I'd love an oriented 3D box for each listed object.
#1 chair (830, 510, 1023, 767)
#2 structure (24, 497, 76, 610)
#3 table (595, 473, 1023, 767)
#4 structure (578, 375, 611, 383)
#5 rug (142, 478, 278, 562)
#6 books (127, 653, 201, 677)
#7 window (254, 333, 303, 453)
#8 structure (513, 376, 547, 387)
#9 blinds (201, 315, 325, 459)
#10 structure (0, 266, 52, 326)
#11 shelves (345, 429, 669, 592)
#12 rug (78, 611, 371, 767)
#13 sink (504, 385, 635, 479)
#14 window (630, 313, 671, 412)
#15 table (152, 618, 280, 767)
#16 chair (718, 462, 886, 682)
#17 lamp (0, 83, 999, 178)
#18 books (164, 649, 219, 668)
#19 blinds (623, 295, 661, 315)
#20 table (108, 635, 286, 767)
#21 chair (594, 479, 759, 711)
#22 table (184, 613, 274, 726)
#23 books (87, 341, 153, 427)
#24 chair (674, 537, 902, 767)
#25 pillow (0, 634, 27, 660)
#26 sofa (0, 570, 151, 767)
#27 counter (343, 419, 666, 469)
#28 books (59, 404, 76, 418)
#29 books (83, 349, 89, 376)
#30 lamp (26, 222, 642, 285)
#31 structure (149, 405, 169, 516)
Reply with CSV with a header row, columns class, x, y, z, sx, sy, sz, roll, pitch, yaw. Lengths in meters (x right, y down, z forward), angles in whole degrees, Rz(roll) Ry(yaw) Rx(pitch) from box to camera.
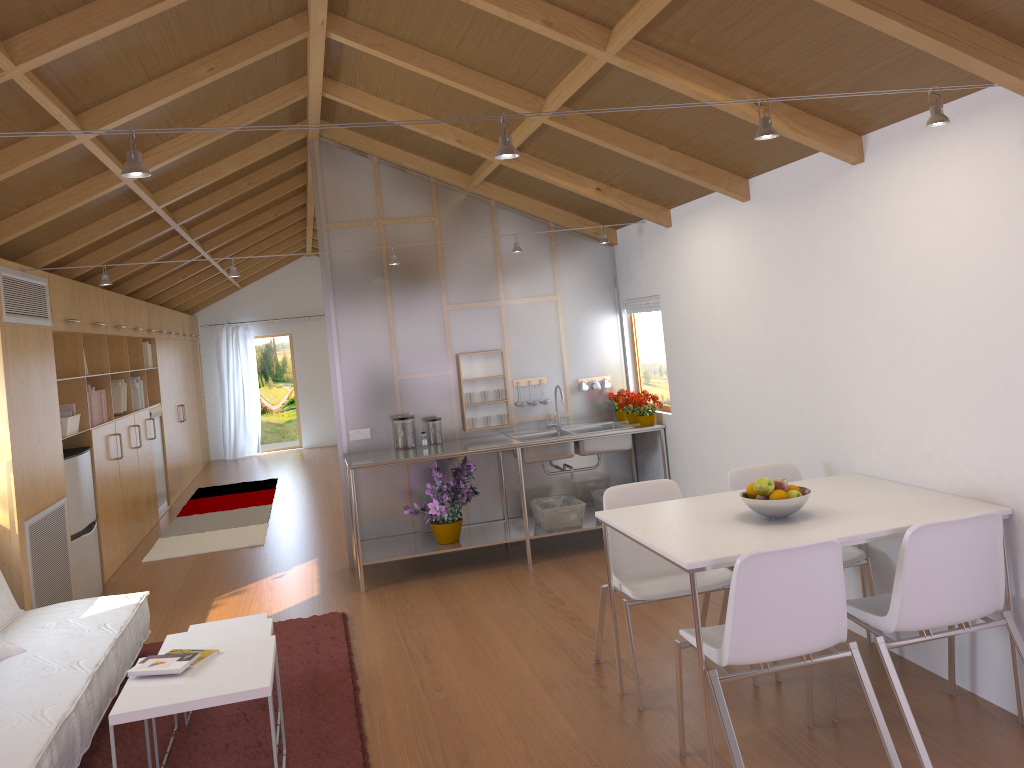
class,x,y,z,sx,sy,sz,roll,pitch,yaw
chair,1.426,0.805,3.003,0.532,0.786,0.546,-6,1,-13
structure,-2.654,1.077,5.103,0.013,0.721,0.818,-5,1,-13
table,1.062,0.843,3.316,1.211,0.743,0.898,-6,2,-13
structure,0.609,-0.034,6.472,0.251,0.032,0.041,-6,2,-13
rug,-2.855,1.266,8.777,0.918,0.011,3.719,-6,4,-13
books,-1.216,0.980,3.094,0.193,0.016,0.153,-5,4,6
window,-3.743,0.143,13.570,0.876,1.788,0.025,-6,-1,-13
structure,0.131,-0.016,6.372,0.251,0.051,0.016,-6,0,-13
blinds,-3.177,-0.028,13.541,2.852,2.038,0.232,-6,-1,-14
structure,-2.803,-0.495,5.105,0.013,0.300,0.902,-5,3,-13
shelves,-0.024,0.779,5.986,2.096,0.753,0.631,-6,1,-13
rug,-1.582,1.460,3.586,1.888,0.020,2.478,-6,4,-13
sink,0.383,0.328,6.125,0.811,0.641,0.563,-6,1,-13
window,0.993,-0.215,6.186,0.026,0.795,0.723,-5,1,-13
table,-1.153,1.217,3.487,0.425,0.383,0.458,-6,2,-13
chair,1.219,0.771,3.887,0.532,0.786,0.546,-6,1,-13
lamp,-0.220,-0.686,2.414,3.835,0.153,0.072,-6,0,-13
books,-1.180,0.988,3.173,0.192,0.016,0.153,-5,4,16
blinds,0.919,-0.553,6.182,0.048,0.111,0.724,-6,3,-13
table,-1.051,1.207,3.038,0.486,0.438,0.524,-6,2,-13
chair,0.643,0.836,3.750,0.532,0.786,0.546,-6,1,-13
table,-1.241,1.239,3.876,0.342,0.309,0.369,-6,2,-13
books,-3.509,-0.059,7.835,0.189,0.658,3.106,-6,3,-13
chair,0.850,0.871,2.866,0.532,0.786,0.546,-6,1,-13
pillow,-2.223,1.037,3.695,0.344,0.252,0.268,-4,2,41
sofa,-2.028,1.203,3.380,0.864,0.628,2.353,-6,3,-13
counter,-0.063,0.387,5.992,2.113,0.021,0.649,-6,4,-13
books,-3.061,0.238,6.029,0.150,0.192,0.088,-6,0,-13
books,-3.202,-0.195,6.421,0.176,0.297,0.279,-6,1,-13
lamp,-0.947,-0.807,5.520,3.835,0.153,0.072,-6,0,-13
structure,-3.715,0.782,8.976,0.316,1.080,0.724,-6,0,-13
